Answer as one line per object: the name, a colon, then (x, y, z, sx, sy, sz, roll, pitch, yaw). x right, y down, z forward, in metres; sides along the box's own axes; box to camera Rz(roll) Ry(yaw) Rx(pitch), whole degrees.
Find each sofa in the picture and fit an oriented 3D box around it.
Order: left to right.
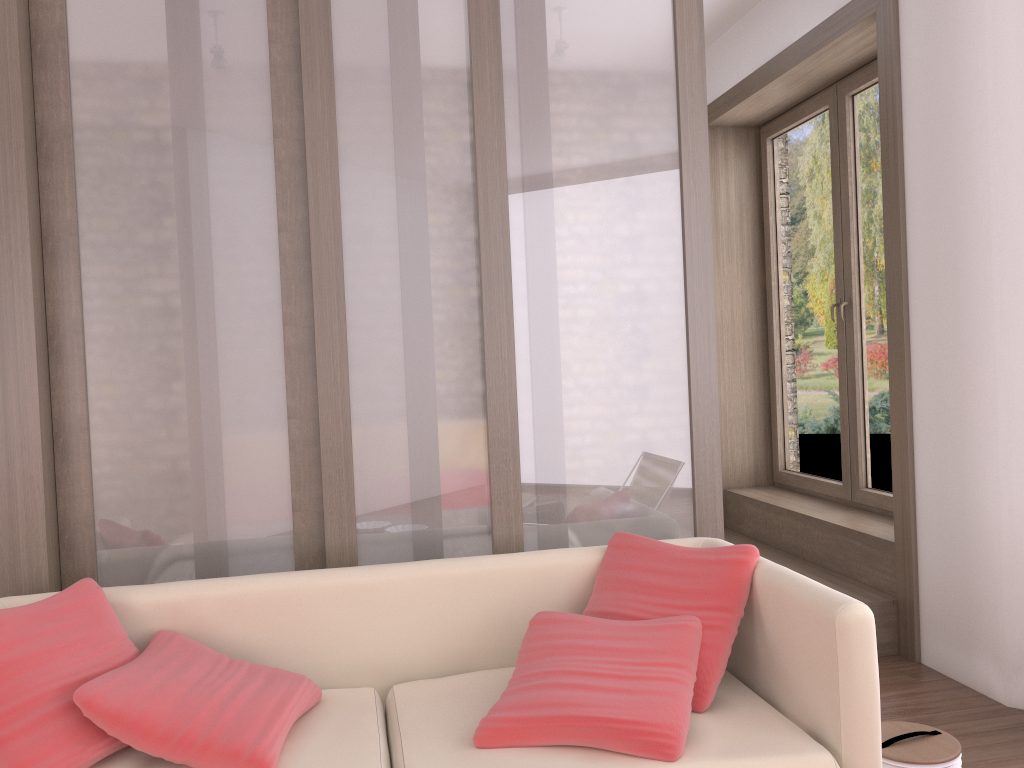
sofa: (-0.308, 0.914, 2.234, 2.204, 0.751, 0.919, -3, 1, -11)

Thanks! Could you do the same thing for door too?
door: (1.777, -0.478, 4.733, 0.117, 2.221, 1.750, -3, 1, -11)

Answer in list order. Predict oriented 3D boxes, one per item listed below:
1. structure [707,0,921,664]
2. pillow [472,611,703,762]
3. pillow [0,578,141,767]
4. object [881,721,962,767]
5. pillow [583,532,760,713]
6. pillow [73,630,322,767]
structure: (1.468, -0.280, 4.694, 0.808, 2.881, 2.039, -3, 1, -11)
pillow: (0.209, 0.740, 2.221, 0.507, 0.224, 0.467, -2, 1, 17)
pillow: (-1.093, 0.717, 2.150, 0.379, 0.377, 0.498, -2, 1, 24)
object: (1.009, 1.057, 2.243, 0.239, 0.341, 0.239, -2, 1, 21)
pillow: (0.393, 0.643, 2.478, 0.498, 0.377, 0.379, -2, 2, 39)
pillow: (-0.759, 0.784, 2.212, 0.467, 0.224, 0.507, -3, 1, 2)
